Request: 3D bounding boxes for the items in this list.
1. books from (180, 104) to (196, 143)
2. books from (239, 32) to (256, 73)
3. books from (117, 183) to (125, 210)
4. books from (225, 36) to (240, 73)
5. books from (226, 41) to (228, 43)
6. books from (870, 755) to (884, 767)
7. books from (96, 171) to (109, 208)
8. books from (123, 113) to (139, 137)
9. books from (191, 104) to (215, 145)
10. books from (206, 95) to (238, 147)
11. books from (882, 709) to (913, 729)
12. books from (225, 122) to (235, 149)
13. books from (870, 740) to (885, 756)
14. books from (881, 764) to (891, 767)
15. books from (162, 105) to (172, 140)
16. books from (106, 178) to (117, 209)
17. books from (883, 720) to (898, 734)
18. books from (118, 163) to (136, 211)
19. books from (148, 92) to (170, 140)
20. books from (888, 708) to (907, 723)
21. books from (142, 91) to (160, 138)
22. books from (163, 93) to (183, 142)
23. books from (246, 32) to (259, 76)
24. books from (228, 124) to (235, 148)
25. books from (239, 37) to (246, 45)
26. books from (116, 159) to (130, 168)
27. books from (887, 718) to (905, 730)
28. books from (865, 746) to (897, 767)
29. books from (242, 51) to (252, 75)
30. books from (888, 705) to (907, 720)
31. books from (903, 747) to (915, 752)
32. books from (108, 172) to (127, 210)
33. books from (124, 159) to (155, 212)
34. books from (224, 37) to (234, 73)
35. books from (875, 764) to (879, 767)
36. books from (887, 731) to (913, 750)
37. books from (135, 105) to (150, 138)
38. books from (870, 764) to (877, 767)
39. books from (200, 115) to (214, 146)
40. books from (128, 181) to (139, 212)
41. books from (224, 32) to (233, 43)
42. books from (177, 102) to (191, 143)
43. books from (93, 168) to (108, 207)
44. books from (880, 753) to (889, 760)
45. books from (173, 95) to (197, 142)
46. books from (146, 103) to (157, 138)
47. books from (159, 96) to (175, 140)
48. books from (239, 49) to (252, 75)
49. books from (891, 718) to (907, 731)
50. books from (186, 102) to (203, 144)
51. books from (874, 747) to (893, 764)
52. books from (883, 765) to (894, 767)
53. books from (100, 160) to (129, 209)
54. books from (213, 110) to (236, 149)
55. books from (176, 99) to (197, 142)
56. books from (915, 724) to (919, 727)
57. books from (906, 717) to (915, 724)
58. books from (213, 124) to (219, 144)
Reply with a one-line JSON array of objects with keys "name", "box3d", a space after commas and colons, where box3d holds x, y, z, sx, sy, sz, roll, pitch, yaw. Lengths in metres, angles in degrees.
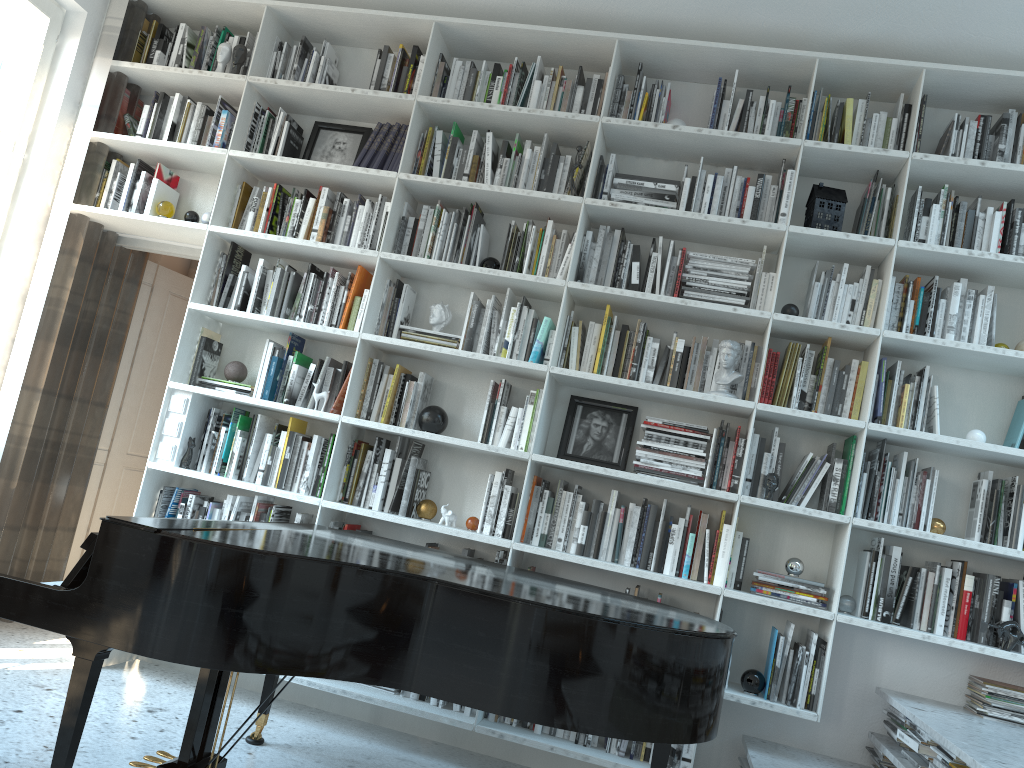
[{"name": "books", "box3d": [-1.561, -1.225, 4.373, 0.021, 0.243, 0.174, 11, -7, 12]}, {"name": "books", "box3d": [-1.304, -1.570, 4.398, 0.013, 0.291, 0.154, 11, -7, 12]}, {"name": "books", "box3d": [-1.900, -0.884, 4.409, 0.029, 0.184, 0.135, 11, -7, 12]}, {"name": "books", "box3d": [-1.353, -1.560, 4.396, 0.021, 0.253, 0.179, 11, -7, 12]}, {"name": "books", "box3d": [-1.399, -1.555, 4.407, 0.021, 0.226, 0.156, 11, -7, 12]}, {"name": "books", "box3d": [1.465, 1.457, 3.358, 0.170, 0.012, 0.215, 10, -8, 12]}, {"name": "books", "box3d": [-1.992, -0.923, 4.407, 0.013, 0.222, 0.163, 11, -7, 12]}, {"name": "books", "box3d": [-1.883, -1.247, 4.458, 0.121, 0.175, 0.129, 10, -7, 12]}, {"name": "books", "box3d": [-1.501, -1.218, 4.358, 0.030, 0.250, 0.166, 11, -7, 12]}, {"name": "books", "box3d": [-1.420, -1.229, 4.347, 0.012, 0.303, 0.189, 11, -7, 12]}, {"name": "books", "box3d": [1.522, 1.276, 3.341, 0.171, 0.015, 0.253, 11, -8, 7]}, {"name": "books", "box3d": [-1.350, -1.159, 4.346, 0.029, 0.195, 0.146, 11, -7, 12]}, {"name": "books", "box3d": [1.471, 1.400, 3.366, 0.174, 0.009, 0.240, 10, -8, 14]}, {"name": "books", "box3d": [1.471, 1.446, 3.358, 0.158, 0.012, 0.279, 10, -8, 11]}, {"name": "books", "box3d": [-1.670, -1.240, 4.411, 0.024, 0.238, 0.156, 11, -7, 12]}, {"name": "books", "box3d": [-1.939, -0.899, 4.401, 0.029, 0.197, 0.160, 11, -7, 12]}, {"name": "books", "box3d": [1.520, 1.317, 3.334, 0.179, 0.012, 0.262, 10, -8, 12]}, {"name": "books", "box3d": [-1.868, -0.929, 4.393, 0.022, 0.281, 0.157, 11, -7, 12]}, {"name": "books", "box3d": [-1.719, -1.274, 4.403, 0.023, 0.282, 0.186, 11, -7, 12]}, {"name": "books", "box3d": [1.534, 1.267, 3.340, 0.167, 0.008, 0.235, 10, -8, 11]}, {"name": "books", "box3d": [-1.775, -1.289, 4.436, 0.011, 0.296, 0.163, 11, -7, 12]}, {"name": "books", "box3d": [-1.639, -1.262, 4.382, 0.021, 0.285, 0.179, 11, -7, 12]}, {"name": "books", "box3d": [-1.240, -1.556, 4.375, 0.022, 0.286, 0.175, 11, -7, 12]}, {"name": "books", "box3d": [-1.327, -1.153, 4.325, 0.026, 0.187, 0.154, 11, -7, 12]}, {"name": "books", "box3d": [-1.329, -1.560, 4.388, 0.027, 0.259, 0.147, 11, -7, 12]}, {"name": "books", "box3d": [-1.967, -0.956, 4.431, 0.013, 0.302, 0.135, 11, -7, 12]}, {"name": "books", "box3d": [1.528, 1.308, 3.334, 0.156, 0.009, 0.288, 11, -8, 10]}, {"name": "books", "box3d": [1.462, 1.430, 3.363, 0.184, 0.006, 0.263, 10, -8, 13]}, {"name": "books", "box3d": [-1.275, -1.511, 4.375, 0.028, 0.184, 0.168, 11, -7, 12]}, {"name": "books", "box3d": [1.536, 1.257, 3.341, 0.159, 0.011, 0.246, 11, -8, 9]}, {"name": "books", "box3d": [1.528, 1.366, 3.325, 0.134, 0.014, 0.181, 11, -8, 9]}, {"name": "books", "box3d": [-1.920, -0.909, 4.391, 0.010, 0.220, 0.181, 11, -7, 12]}, {"name": "books", "box3d": [-1.820, -0.931, 4.362, 0.013, 0.296, 0.187, 11, -7, 12]}, {"name": "books", "box3d": [-1.378, -1.561, 4.391, 0.025, 0.243, 0.168, 11, -7, 12]}, {"name": "books", "box3d": [1.463, 1.479, 3.355, 0.144, 0.005, 0.257, 10, -8, 17]}, {"name": "books", "box3d": [1.517, 1.348, 3.330, 0.163, 0.017, 0.233, 10, -8, 14]}, {"name": "books", "box3d": [-1.806, -1.255, 4.433, 0.034, 0.217, 0.166, 11, -7, 12]}, {"name": "books", "box3d": [1.460, 1.491, 3.353, 0.163, 0.019, 0.188, 10, -8, 11]}, {"name": "books", "box3d": [-1.474, -1.191, 4.368, 0.028, 0.212, 0.139, 11, -7, 12]}, {"name": "books", "box3d": [-1.811, -0.875, 4.366, 0.024, 0.192, 0.181, 11, -7, 12]}, {"name": "books", "box3d": [-1.410, -1.581, 4.415, 0.013, 0.275, 0.158, 11, -7, 12]}, {"name": "books", "box3d": [-1.577, -1.230, 4.377, 0.012, 0.248, 0.192, 11, -7, 12]}, {"name": "books", "box3d": [-2.005, -0.928, 4.409, 0.013, 0.227, 0.179, 11, -7, 12]}, {"name": "books", "box3d": [1.475, 1.412, 3.363, 0.152, 0.015, 0.208, 10, -8, 17]}, {"name": "books", "box3d": [-1.607, -1.256, 4.395, 0.037, 0.291, 0.155, 11, -7, 12]}, {"name": "books", "box3d": [-1.745, -1.251, 4.410, 0.022, 0.228, 0.172, 11, -7, 12]}, {"name": "books", "box3d": [-1.690, -1.269, 4.420, 0.028, 0.288, 0.133, 11, -7, 12]}, {"name": "books", "box3d": [-1.296, -1.525, 4.385, 0.023, 0.204, 0.146, 11, -7, 12]}, {"name": "books", "box3d": [1.538, 1.302, 3.333, 0.145, 0.008, 0.298, 10, -8, 11]}, {"name": "books", "box3d": [-1.527, -1.227, 4.365, 0.025, 0.260, 0.167, 11, -7, 12]}, {"name": "books", "box3d": [1.471, 1.423, 3.362, 0.159, 0.009, 0.210, 10, -8, 16]}, {"name": "books", "box3d": [1.470, 1.437, 3.360, 0.152, 0.005, 0.242, 10, -8, 16]}, {"name": "books", "box3d": [-1.956, -0.946, 4.404, 0.023, 0.281, 0.171, 11, -7, 12]}, {"name": "books", "box3d": [-1.379, -1.185, 4.326, 0.029, 0.229, 0.191, 11, -7, 12]}, {"name": "books", "box3d": [-1.586, -1.242, 4.381, 0.013, 0.268, 0.162, 11, -7, 12]}, {"name": "books", "box3d": [1.489, 1.201, 3.059, 0.159, 0.007, 0.285, 10, -8, 11]}, {"name": "books", "box3d": [1.481, 1.186, 3.063, 0.171, 0.020, 0.194, 11, -8, 7]}, {"name": "books", "box3d": [-1.409, -1.164, 4.351, 0.031, 0.182, 0.151, 11, -7, 12]}]
